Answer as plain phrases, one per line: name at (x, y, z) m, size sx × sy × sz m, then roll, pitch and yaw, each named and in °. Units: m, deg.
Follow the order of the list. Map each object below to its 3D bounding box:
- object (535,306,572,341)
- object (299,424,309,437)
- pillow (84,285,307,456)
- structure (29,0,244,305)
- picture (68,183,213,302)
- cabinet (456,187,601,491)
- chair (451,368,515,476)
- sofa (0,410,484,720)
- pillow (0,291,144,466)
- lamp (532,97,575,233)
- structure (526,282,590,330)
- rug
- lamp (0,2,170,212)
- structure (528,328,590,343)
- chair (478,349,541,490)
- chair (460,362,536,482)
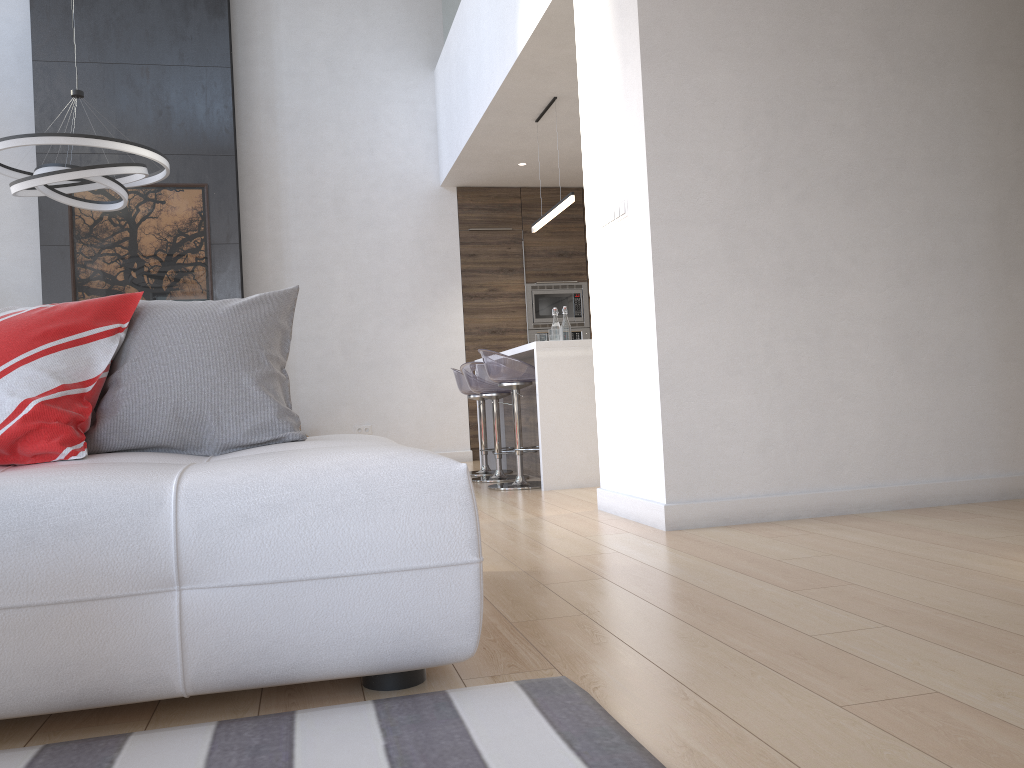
object at (0.235, -0.368, 5.702) m, size 0.148 × 0.267 × 0.323 m, roll -4°, pitch -2°, yaw 41°
object at (-1.927, 0.523, 7.534) m, size 0.442 × 0.501 × 0.219 m, roll -3°, pitch -1°, yaw -17°
pillow at (-1.816, -0.001, 1.591) m, size 2.953 × 0.453 × 0.647 m, roll -2°, pitch -1°, yaw -26°
structure at (-3.035, -2.356, 7.122) m, size 1.500 × 6.351 × 0.722 m, roll -3°, pitch -1°, yaw -13°
picture at (-2.975, -1.117, 7.121) m, size 1.056 × 0.990 × 0.026 m, roll -3°, pitch -1°, yaw -13°
cabinet at (1.109, -0.675, 6.043) m, size 2.402 × 2.501 × 4.694 m, roll -3°, pitch -1°, yaw -13°
chair at (-0.211, 0.262, 6.477) m, size 0.434 × 0.787 × 0.475 m, roll -3°, pitch -1°, yaw 5°
sofa at (-1.695, 0.256, 1.110) m, size 3.424 × 0.732 × 2.614 m, roll -3°, pitch -1°, yaw -13°
pillow at (-1.984, 0.045, 1.891) m, size 2.250 × 0.449 × 0.575 m, roll -3°, pitch -1°, yaw -16°
lamp at (0.250, -1.507, 6.056) m, size 0.020 × 0.756 × 0.998 m, roll -3°, pitch -1°, yaw -13°
structure at (0.377, -0.717, 8.474) m, size 0.595 × 0.430 × 0.459 m, roll -3°, pitch -1°, yaw -13°
rug at (-0.829, 0.557, 0.541) m, size 2.326 × 0.016 × 1.662 m, roll -3°, pitch -1°, yaw -14°
lamp at (-2.696, -3.332, 5.361) m, size 1.000 × 4.513 × 1.000 m, roll -3°, pitch -1°, yaw -12°
structure at (0.408, -0.218, 8.446) m, size 0.595 × 0.570 × 0.495 m, roll -3°, pitch -1°, yaw -13°
chair at (0.033, 0.199, 5.356) m, size 0.434 × 0.838 × 0.475 m, roll -3°, pitch -1°, yaw -15°
chair at (-0.103, 0.244, 5.937) m, size 0.475 × 0.787 × 0.434 m, roll -4°, pitch -2°, yaw 40°
